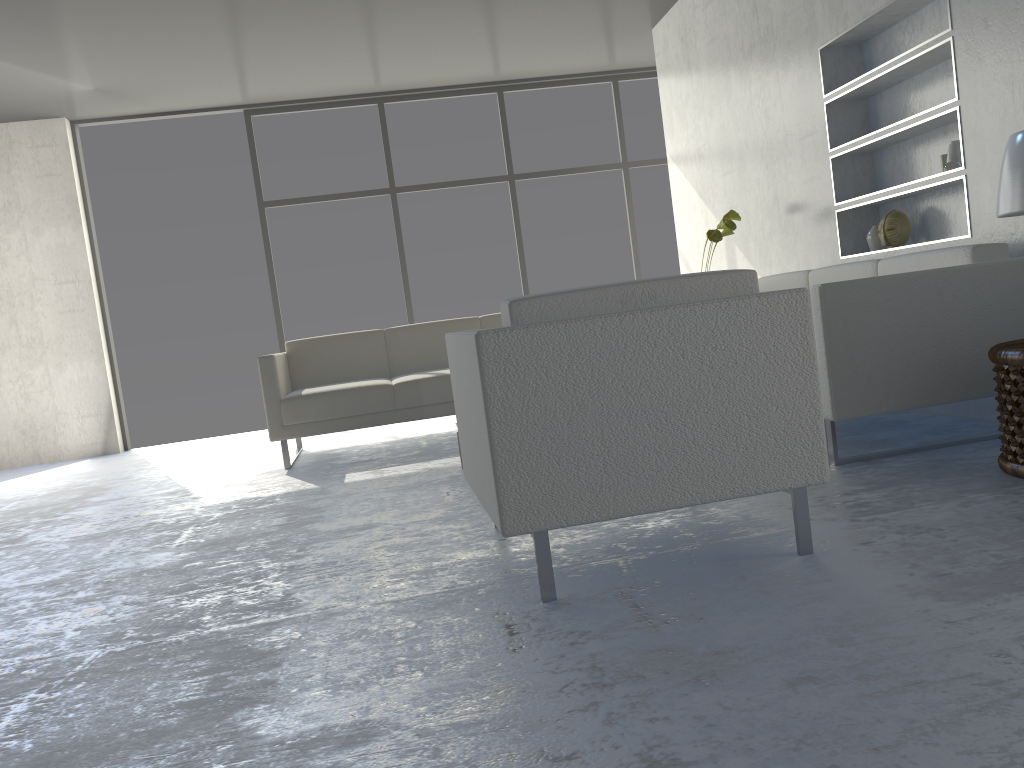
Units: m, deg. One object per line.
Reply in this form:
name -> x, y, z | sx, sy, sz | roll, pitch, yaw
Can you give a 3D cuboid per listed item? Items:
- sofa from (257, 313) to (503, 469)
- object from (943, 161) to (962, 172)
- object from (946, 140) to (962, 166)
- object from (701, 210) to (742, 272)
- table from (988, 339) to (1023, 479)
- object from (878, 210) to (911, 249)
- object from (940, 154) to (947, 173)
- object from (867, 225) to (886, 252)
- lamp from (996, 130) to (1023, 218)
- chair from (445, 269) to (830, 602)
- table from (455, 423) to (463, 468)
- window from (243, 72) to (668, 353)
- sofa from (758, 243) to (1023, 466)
sofa -> -0.397, -0.031, 5.027 | 1.881, 0.658, 0.821 | -8, 4, -8
object -> 1.700, -0.835, 3.423 | 0.064, 0.050, 0.064 | -8, 4, -3
object -> 1.743, -0.886, 3.473 | 0.079, 0.130, 0.079 | -8, 4, -10
object -> 1.098, -0.412, 4.843 | 0.387, 1.051, 0.400 | -6, 4, 19
table -> 1.572, 0.053, 2.424 | 0.452, 0.358, 0.452 | -10, 5, -33
object -> 1.681, -0.683, 3.947 | 0.088, 0.179, 0.163 | -9, 4, -18
object -> 1.738, -0.873, 3.559 | 0.074, 0.094, 0.074 | -12, 6, -44
object -> 1.687, -0.669, 4.100 | 0.086, 0.128, 0.086 | -7, 4, 2
lamp -> 1.511, -0.402, 2.393 | 0.347, 0.582, 0.347 | -11, 5, -40
chair -> 0.260, 0.078, 2.309 | 0.748, 0.662, 0.821 | -8, 4, -8
table -> 0.195, 0.231, 3.606 | 0.773, 0.190, 0.730 | -8, 4, -8
window -> 0.087, -1.176, 7.236 | 4.080, 2.477, 0.037 | -8, 4, -8
sofa -> 1.241, -0.158, 3.790 | 0.821, 0.658, 1.881 | -8, 4, -8
